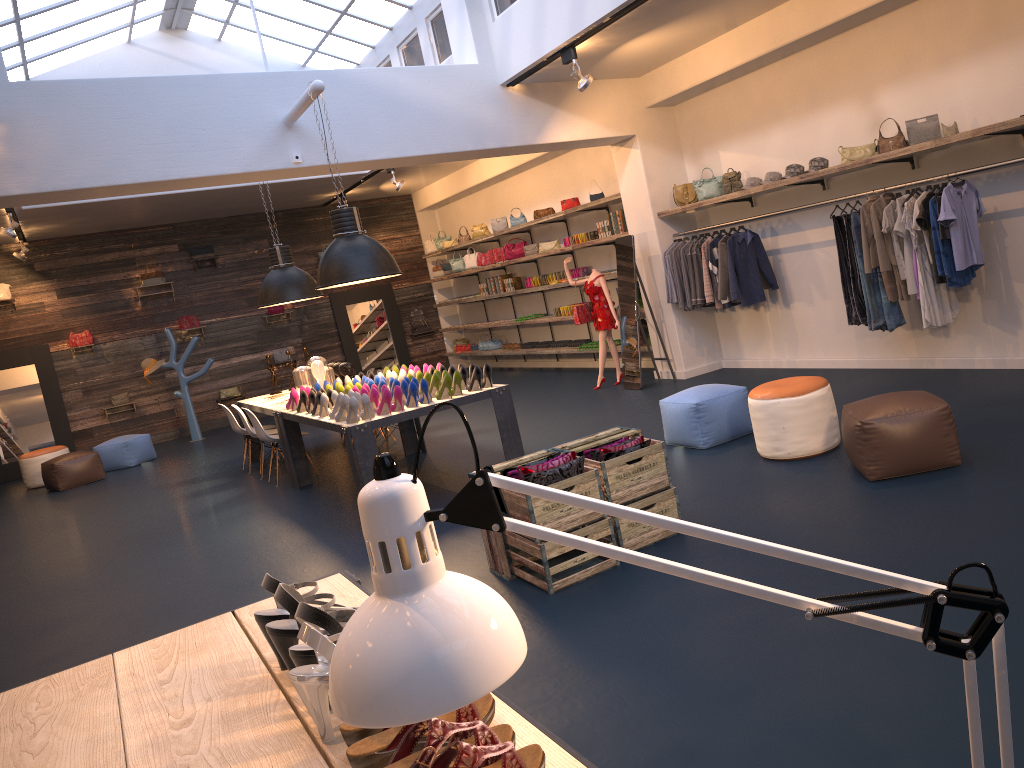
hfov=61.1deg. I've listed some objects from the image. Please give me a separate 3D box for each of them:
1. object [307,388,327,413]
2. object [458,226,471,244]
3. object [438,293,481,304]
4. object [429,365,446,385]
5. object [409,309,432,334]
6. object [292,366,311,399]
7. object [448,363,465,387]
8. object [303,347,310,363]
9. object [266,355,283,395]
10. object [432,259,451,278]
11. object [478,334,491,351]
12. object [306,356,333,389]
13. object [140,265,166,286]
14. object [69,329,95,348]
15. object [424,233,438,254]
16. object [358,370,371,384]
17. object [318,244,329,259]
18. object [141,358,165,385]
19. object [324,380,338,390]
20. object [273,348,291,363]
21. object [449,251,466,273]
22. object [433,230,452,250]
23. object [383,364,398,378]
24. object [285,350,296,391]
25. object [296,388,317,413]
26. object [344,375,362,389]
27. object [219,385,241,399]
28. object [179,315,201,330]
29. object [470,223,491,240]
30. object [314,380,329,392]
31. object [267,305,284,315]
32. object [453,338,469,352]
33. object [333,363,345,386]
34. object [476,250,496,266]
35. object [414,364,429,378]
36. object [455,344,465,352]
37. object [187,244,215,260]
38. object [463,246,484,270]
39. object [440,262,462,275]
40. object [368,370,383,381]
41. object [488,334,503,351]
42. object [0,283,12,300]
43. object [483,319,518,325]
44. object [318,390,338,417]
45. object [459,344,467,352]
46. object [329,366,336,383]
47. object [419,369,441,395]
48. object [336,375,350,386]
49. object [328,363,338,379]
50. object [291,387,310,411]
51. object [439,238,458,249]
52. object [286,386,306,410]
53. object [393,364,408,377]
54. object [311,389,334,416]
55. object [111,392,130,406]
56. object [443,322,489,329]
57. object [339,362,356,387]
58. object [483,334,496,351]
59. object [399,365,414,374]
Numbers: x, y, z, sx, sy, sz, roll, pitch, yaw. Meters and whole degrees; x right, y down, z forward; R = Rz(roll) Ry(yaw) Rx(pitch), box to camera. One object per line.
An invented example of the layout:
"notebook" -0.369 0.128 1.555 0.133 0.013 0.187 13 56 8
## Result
"object" -1.636 0.132 7.318 0.215 0.195 0.228 -13 6 -20
"object" -0.842 -2.614 15.209 0.271 0.299 0.111 -8 6 32
"object" -0.908 -1.596 16.089 0.520 0.060 1.407 -14 7 -26
"object" -0.633 -0.062 7.322 0.214 0.195 0.228 -13 6 -20
"object" -1.782 -1.220 16.669 0.387 0.459 0.216 -15 6 -29
"object" -2.062 -0.014 8.637 0.193 0.335 0.179 -12 5 -10
"object" -0.471 -0.068 7.108 0.217 0.195 0.224 -14 7 -28
"object" -2.405 -0.215 10.333 0.128 0.467 0.151 -8 6 38
"object" -2.795 -0.112 10.093 0.148 0.467 0.132 -13 5 -17
"object" -1.359 -2.209 16.480 0.339 0.334 0.172 -10 5 14
"object" -0.490 -0.751 15.610 0.277 0.282 0.096 -12 5 -2
"object" -1.872 -0.070 8.465 0.220 0.411 0.184 -16 7 -40
"object" -5.890 -1.782 14.203 0.374 0.334 0.155 -13 5 -19
"object" -6.770 -0.714 13.635 0.358 0.253 0.130 -13 5 -19
"object" -1.462 -2.698 16.556 0.436 0.385 0.188 -12 5 -7
"object" -1.420 -0.030 8.346 0.217 0.195 0.224 -14 7 -28
"object" -3.341 -2.349 15.750 0.401 0.366 0.161 -16 7 -41
"object" -5.559 -0.201 13.537 0.362 0.440 0.328 -15 6 -32
"object" -1.654 0.070 7.882 0.219 0.195 0.222 -16 7 -36
"object" -4.039 -0.508 15.262 0.288 0.229 0.075 -13 5 -15
"object" -0.955 -2.196 15.558 0.355 0.366 0.183 -10 5 13
"object" -1.285 -2.671 16.133 0.355 0.366 0.183 -10 5 13
"object" -1.191 -0.086 8.447 0.217 0.195 0.224 -14 7 -28
"object" -2.606 -0.162 10.207 0.134 0.467 0.145 -10 5 15
"object" -1.770 0.135 7.520 0.217 0.195 0.224 -14 7 -28
"object" -1.473 0.022 7.994 0.217 0.195 0.224 -14 7 -28
"object" -4.768 0.129 14.747 0.211 0.173 0.396 -6 8 39
"object" -5.368 -1.035 14.469 0.349 0.254 0.126 -16 7 -41
"object" -0.543 -2.560 14.518 0.350 0.233 0.211 -9 6 20
"object" -1.784 0.067 8.113 0.217 0.195 0.224 -14 7 -28
"object" -4.154 -1.342 15.238 0.268 0.243 0.201 -15 7 -33
"object" -0.988 -0.774 16.842 0.367 0.233 0.201 -11 6 3
"object" -1.744 -0.083 8.921 0.166 0.284 0.142 -14 6 -29
"object" -0.441 -2.116 14.594 0.320 0.253 0.145 -9 6 20
"object" -0.819 -0.082 7.796 0.215 0.195 0.227 -14 6 -21
"object" -0.978 -0.693 16.631 0.218 0.118 0.091 -11 5 3
"object" -5.217 -2.221 14.619 0.454 0.231 0.163 -16 7 -36
"object" -0.662 -2.211 15.139 0.400 0.385 0.205 -9 6 23
"object" -1.117 -2.151 16.036 0.407 0.231 0.183 -10 6 8
"object" -1.289 -0.028 8.109 0.218 0.195 0.223 -15 7 -30
"object" -0.309 -0.747 15.276 0.272 0.282 0.097 -11 5 4
"object" -7.779 -1.428 13.050 0.464 0.385 0.176 -16 7 -41
"object" -0.205 -1.057 14.759 0.383 0.029 0.819 -14 7 -27
"object" -1.435 0.149 6.850 0.214 0.195 0.228 -13 6 -19
"object" -0.888 -0.690 16.453 0.218 0.118 0.091 -11 5 3
"object" -1.850 -0.035 8.669 0.190 0.289 0.159 -16 7 -40
"object" -0.662 -0.014 6.964 0.219 0.195 0.223 -15 7 -32
"object" -1.597 0.019 8.215 0.215 0.195 0.227 -14 6 -22
"object" -1.848 -0.087 9.129 0.166 0.284 0.142 -14 6 -29
"object" -1.879 0.128 7.754 0.219 0.195 0.230 -13 6 -16
"object" -1.172 -2.561 15.882 0.342 0.173 0.245 -8 7 24
"object" -1.981 0.121 7.985 0.219 0.195 0.222 -15 7 -34
"object" -1.075 -0.083 8.225 0.217 0.195 0.224 -14 7 -28
"object" -1.540 0.142 7.081 0.219 0.195 0.223 -15 7 -32
"object" -6.260 0.244 13.878 0.095 0.175 0.293 -7 7 40
"object" -0.816 -1.080 15.976 0.380 0.024 1.734 -14 7 -26
"object" -1.636 -0.078 8.706 0.166 0.284 0.142 -14 6 -29
"object" -0.400 -0.749 15.442 0.272 0.282 0.097 -11 5 4
"object" -0.979 -0.075 8.007 0.217 0.195 0.224 -14 7 -28
